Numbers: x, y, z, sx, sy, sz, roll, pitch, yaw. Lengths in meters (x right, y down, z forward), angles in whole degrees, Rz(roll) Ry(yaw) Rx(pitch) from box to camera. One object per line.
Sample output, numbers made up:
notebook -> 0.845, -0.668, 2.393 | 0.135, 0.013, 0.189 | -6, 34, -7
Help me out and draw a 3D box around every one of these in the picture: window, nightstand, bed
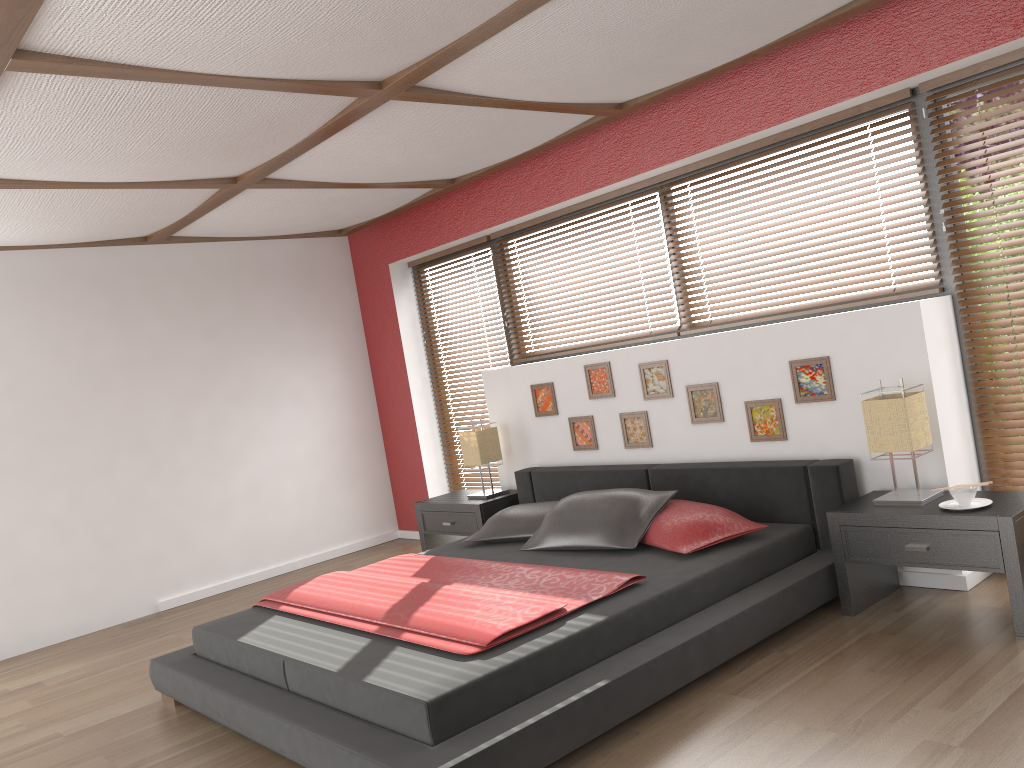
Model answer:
window -> 2.257, -0.340, 3.455 | 0.020, 1.893, 0.889 | -11, 2, -40
nightstand -> -0.242, 0.932, 5.700 | 0.413, 0.423, 0.700 | -11, 2, -40
nightstand -> 1.668, 0.666, 3.434 | 0.413, 0.423, 0.700 | -11, 2, -40
bed -> -0.140, 0.880, 4.026 | 2.413, 0.577, 2.469 | -11, 2, -40
window -> -0.247, 0.008, 6.426 | 0.020, 1.893, 0.889 | -11, 2, -40
window -> 0.916, -0.701, 4.925 | 0.020, 0.786, 2.817 | -11, 2, -40

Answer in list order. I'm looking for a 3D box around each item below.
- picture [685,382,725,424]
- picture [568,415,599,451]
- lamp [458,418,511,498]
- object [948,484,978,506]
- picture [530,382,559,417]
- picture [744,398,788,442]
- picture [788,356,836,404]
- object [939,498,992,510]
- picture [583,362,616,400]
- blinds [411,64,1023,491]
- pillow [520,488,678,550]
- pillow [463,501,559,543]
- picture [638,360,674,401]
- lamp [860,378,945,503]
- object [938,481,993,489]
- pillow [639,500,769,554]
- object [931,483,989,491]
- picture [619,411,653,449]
picture -> 0.975, 0.099, 4.488 | 0.010, 0.200, 0.200 | -11, 2, -40
picture -> 0.415, 0.289, 5.177 | 0.010, 0.200, 0.200 | -11, 2, -40
lamp -> -0.187, 0.457, 5.593 | 0.200, 0.480, 0.200 | -11, 2, -40
object -> 1.675, 0.416, 3.285 | 0.099, 0.069, 0.099 | -10, 2, -15
picture -> 0.196, 0.097, 5.387 | 0.010, 0.200, 0.200 | -11, 2, -40
picture -> 1.210, 0.175, 4.232 | 0.010, 0.200, 0.200 | -11, 2, -40
picture -> 1.359, -0.016, 4.018 | 0.010, 0.200, 0.200 | -11, 2, -40
object -> 1.680, 0.448, 3.286 | 0.179, 0.012, 0.179 | -10, 2, -15
picture -> 0.494, -0.017, 5.017 | 0.010, 0.200, 0.200 | -11, 2, -40
blinds -> 0.959, -0.121, 4.898 | 0.032, 1.952, 4.840 | -11, 2, -40
pillow -> 0.395, 0.641, 4.249 | 0.744, 0.241, 0.386 | -8, 2, 45
pillow -> 0.139, 0.725, 4.697 | 0.745, 0.172, 0.418 | -9, 2, 25
picture -> 0.762, -0.019, 4.707 | 0.010, 0.200, 0.200 | -11, 2, -40
lamp -> 1.545, 0.216, 3.538 | 0.200, 0.480, 0.200 | -11, 2, -40
object -> 1.675, 0.377, 3.284 | 0.192, 0.007, 0.007 | -9, 2, 14
pillow -> 0.764, 0.636, 4.037 | 0.418, 0.172, 0.745 | -10, 2, -21
object -> 1.654, 0.381, 3.276 | 0.192, 0.007, 0.007 | -9, 2, 19
picture -> 0.679, 0.253, 4.864 | 0.010, 0.200, 0.200 | -11, 2, -40
